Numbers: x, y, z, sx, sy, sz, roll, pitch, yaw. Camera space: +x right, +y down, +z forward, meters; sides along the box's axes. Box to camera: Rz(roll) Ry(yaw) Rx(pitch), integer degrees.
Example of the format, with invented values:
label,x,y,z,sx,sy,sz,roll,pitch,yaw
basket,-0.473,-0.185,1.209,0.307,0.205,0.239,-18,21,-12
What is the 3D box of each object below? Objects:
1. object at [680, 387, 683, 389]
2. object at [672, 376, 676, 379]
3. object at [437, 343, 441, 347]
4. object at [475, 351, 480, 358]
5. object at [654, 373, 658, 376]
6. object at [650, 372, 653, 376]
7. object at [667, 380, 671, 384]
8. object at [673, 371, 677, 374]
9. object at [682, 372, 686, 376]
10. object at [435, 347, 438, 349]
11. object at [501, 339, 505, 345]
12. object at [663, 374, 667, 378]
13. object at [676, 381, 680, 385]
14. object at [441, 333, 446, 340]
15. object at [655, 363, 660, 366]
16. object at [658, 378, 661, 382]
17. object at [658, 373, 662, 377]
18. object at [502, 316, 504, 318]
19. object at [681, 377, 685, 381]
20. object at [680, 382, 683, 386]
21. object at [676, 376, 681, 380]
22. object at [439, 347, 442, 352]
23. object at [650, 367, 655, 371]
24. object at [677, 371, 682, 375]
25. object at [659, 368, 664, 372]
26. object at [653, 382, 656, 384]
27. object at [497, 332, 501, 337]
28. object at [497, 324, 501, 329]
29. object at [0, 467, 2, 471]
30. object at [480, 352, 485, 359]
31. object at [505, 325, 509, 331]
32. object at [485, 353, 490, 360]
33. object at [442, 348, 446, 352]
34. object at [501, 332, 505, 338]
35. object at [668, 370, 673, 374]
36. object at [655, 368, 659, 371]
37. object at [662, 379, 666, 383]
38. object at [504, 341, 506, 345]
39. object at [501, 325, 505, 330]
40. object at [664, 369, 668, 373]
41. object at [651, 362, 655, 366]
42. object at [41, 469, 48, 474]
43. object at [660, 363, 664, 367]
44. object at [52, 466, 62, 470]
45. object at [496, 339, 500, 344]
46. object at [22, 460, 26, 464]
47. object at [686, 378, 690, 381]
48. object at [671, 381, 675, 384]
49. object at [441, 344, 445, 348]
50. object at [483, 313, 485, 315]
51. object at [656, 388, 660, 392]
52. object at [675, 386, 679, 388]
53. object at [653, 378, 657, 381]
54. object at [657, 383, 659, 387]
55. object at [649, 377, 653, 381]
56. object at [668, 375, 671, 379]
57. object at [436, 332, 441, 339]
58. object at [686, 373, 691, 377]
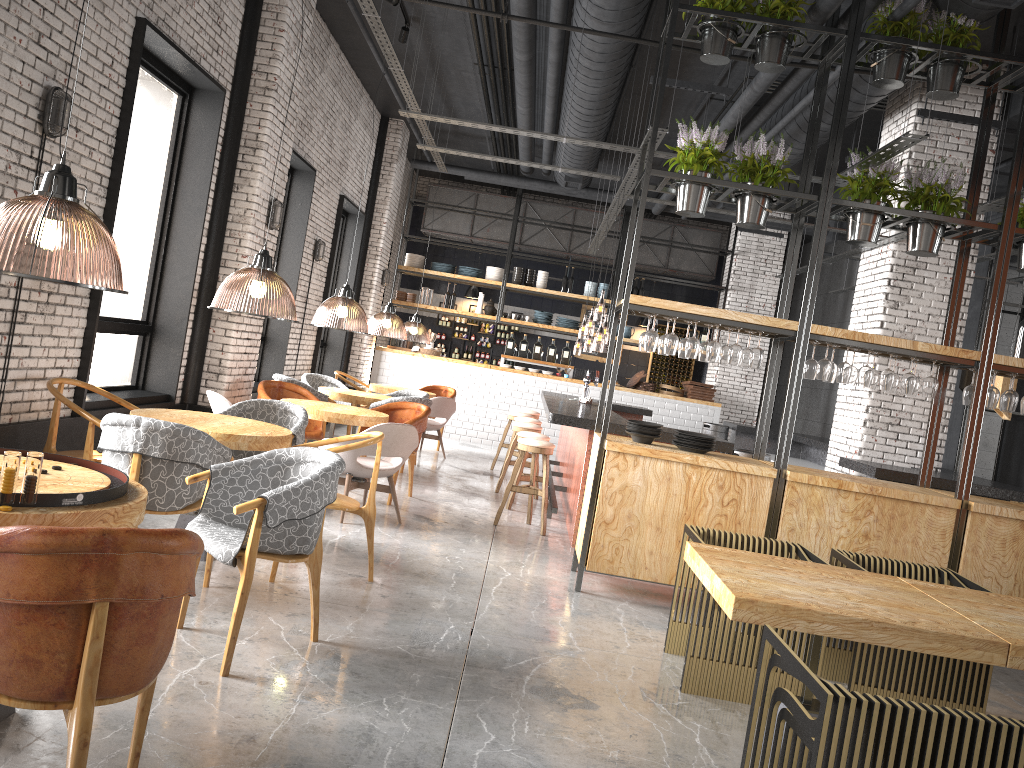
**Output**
label,x,y,z,sx,sy,sz,roll,pitch,yaw
object,3.503,0.106,18.290,0.079,0.079,0.281,9,2,1
object,3.353,-0.134,18.327,0.079,0.079,0.281,9,2,1
object,-1.518,-0.809,18.514,0.071,0.083,0.071,10,1,26
object,-0.714,-0.620,18.516,0.100,0.139,0.088,9,1,2
object,2.979,-0.195,18.300,0.079,0.079,0.281,9,2,1
object,2.887,-0.212,18.336,0.079,0.079,0.281,9,2,1
object,3.242,-0.045,18.305,0.079,0.079,0.281,9,2,1
object,3.370,-0.238,18.331,0.079,0.079,0.283,9,2,1
object,3.556,-0.206,18.323,0.079,0.079,0.283,9,2,1
object,-1.576,-0.734,18.511,0.071,0.083,0.071,10,1,11
object,-0.194,-0.874,18.501,0.081,0.113,0.071,9,1,0
object,3.166,-0.165,18.335,0.079,0.079,0.281,9,2,1
object,3.429,-0.015,18.330,0.079,0.079,0.281,9,2,1
object,-1.427,-0.989,18.530,0.100,0.139,0.088,9,1,2
object,3.015,-0.404,18.338,0.079,0.079,0.283,9,2,1
object,3.056,-0.077,18.334,0.079,0.079,0.281,9,2,1
object,3.073,-0.180,18.317,0.079,0.079,0.281,9,2,1
object,-0.158,-1.399,18.481,0.076,0.111,0.076,9,1,-4
object,3.538,-0.102,18.284,0.079,0.079,0.281,9,2,1
object,3.521,0.001,18.323,0.079,0.079,0.281,9,2,1
object,3.445,-0.118,18.309,0.079,0.079,0.281,9,2,1
object,-1.498,-0.721,18.509,0.070,0.083,0.071,9,1,-9
object,2.903,-0.314,18.298,0.079,0.079,0.283,9,2,1
object,3.462,-0.221,18.309,0.079,0.079,0.283,9,2,1
object,3.090,-0.284,18.308,0.079,0.079,0.283,9,2,1
object,2.945,0.011,18.341,0.079,0.079,0.281,9,2,1
object,-0.267,-1.033,18.481,0.076,0.111,0.076,10,1,26
object,-0.275,-1.193,18.481,0.076,0.111,0.076,10,1,11
object,-1.693,0.282,2.953,0.032,0.010,0.032,8,2,-38
object,-0.607,-0.602,18.513,0.100,0.139,0.088,9,1,2
object,-0.112,-1.166,18.479,0.076,0.111,0.076,9,1,-4
object,-0.505,-0.585,18.511,0.100,0.139,0.088,9,1,2
object,-1.417,-0.708,18.507,0.071,0.083,0.071,10,1,26
object,-0.180,-1.018,18.479,0.076,0.111,0.076,9,1,-24
object,3.276,-0.253,18.313,0.079,0.079,0.283,9,2,1
object,2.997,-0.299,18.319,0.079,0.079,0.283,9,2,1
object,3.148,-0.060,18.293,0.079,0.079,0.281,9,2,1
object,-0.112,-0.860,18.499,0.081,0.113,0.071,9,1,0
object,-0.193,-1.180,18.479,0.076,0.111,0.076,10,1,21
object,3.183,-0.268,18.315,0.079,0.079,0.283,9,2,1
object,2.921,-0.419,18.320,0.079,0.079,0.283,9,2,1
object,-1.595,0.297,3.011,0.032,0.010,0.032,8,2,-38
object,3.108,-0.388,18.332,0.079,0.079,0.283,9,2,1
object,-1.596,0.294,3.110,0.032,0.010,0.032,8,2,-38
object,-0.290,-0.890,18.503,0.081,0.113,0.071,9,1,0
object,-1.706,0.276,3.122,0.032,0.010,0.032,8,2,-38
object,3.631,-0.087,18.305,0.079,0.079,0.281,9,2,1
object,3.335,-0.030,18.312,0.079,0.079,0.281,9,2,1
object,-1.442,-0.796,18.506,0.071,0.083,0.070,10,1,41
object,-0.581,-1.390,18.487,0.079,0.156,0.079,10,1,11
object,3.021,0.131,18.311,0.079,0.079,0.281,9,2,1
object,3.411,0.089,18.327,0.079,0.079,0.281,9,2,1
object,2.962,-0.091,18.297,0.079,0.079,0.281,9,2,1
object,3.038,0.027,18.319,0.079,0.079,0.281,9,2,1
object,2.869,-0.107,18.313,0.079,0.079,0.281,9,2,1
object,3.259,-0.149,18.313,0.079,0.079,0.281,9,2,1
object,-1.534,-1.007,18.532,0.100,0.139,0.088,9,1,2
object,3.648,-0.190,18.286,0.079,0.079,0.283,9,2,1
